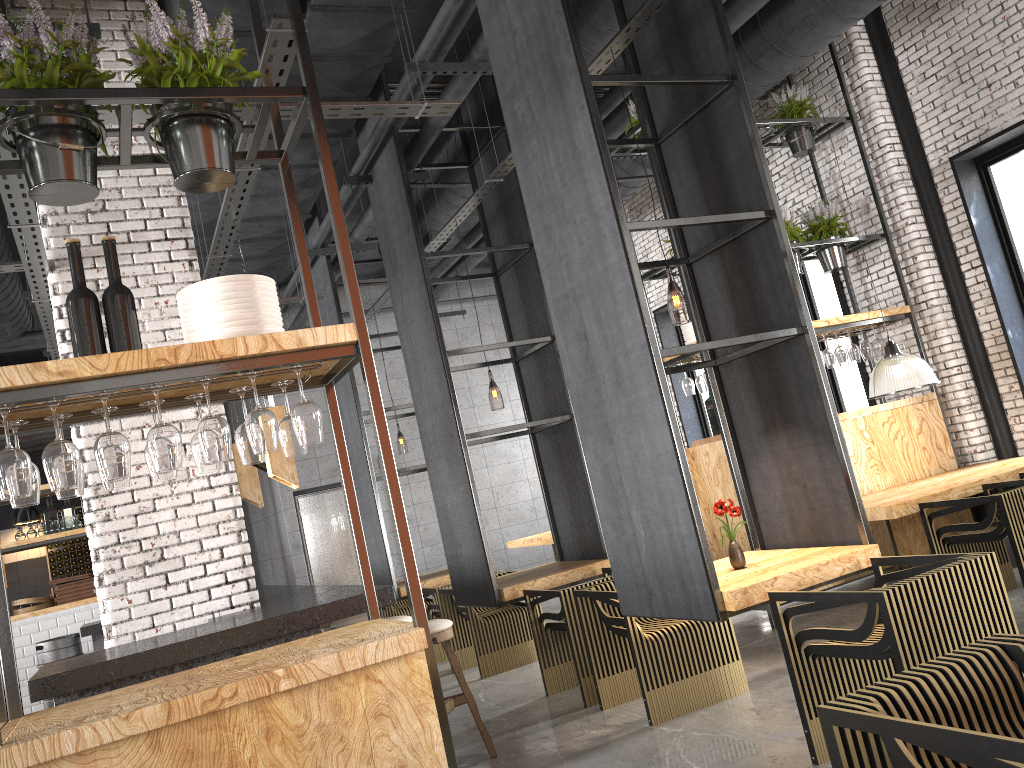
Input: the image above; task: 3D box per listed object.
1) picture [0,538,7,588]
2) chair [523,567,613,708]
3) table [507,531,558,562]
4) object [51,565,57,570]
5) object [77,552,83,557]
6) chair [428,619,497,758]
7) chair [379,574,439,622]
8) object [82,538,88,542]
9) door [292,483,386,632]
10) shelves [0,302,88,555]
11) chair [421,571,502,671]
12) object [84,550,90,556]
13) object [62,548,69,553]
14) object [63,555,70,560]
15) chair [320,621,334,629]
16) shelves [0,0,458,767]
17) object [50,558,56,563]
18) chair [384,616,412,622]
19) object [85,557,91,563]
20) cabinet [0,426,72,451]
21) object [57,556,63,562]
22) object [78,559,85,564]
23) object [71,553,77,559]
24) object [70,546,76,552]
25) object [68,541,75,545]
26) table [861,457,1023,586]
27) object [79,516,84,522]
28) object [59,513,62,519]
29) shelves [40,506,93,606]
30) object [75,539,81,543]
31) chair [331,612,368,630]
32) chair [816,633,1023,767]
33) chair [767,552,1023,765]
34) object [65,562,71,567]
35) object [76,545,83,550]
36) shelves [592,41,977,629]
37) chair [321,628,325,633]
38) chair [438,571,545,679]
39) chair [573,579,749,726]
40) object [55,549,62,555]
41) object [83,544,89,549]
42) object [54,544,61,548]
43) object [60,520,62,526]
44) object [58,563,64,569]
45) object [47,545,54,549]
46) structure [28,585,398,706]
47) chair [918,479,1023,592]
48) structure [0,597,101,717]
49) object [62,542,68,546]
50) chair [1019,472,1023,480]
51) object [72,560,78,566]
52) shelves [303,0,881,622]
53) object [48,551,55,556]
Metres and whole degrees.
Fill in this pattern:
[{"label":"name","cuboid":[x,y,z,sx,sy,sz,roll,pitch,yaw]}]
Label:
[{"label":"picture","cuboid":[-8.073,2.561,13.072,0.981,1.145,0.020,-9,-9,-25]},{"label":"chair","cuboid":[0.561,1.668,5.940,0.658,0.732,0.636,-10,-8,-23]},{"label":"table","cuboid":[1.267,2.092,10.742,1.001,0.765,4.119,-9,-8,-25]},{"label":"object","cuboid":[-6.850,2.741,13.249,0.079,0.079,0.282,-9,-8,-25]},{"label":"object","cuboid":[-6.527,2.578,13.404,0.079,0.079,0.282,-9,-8,-25]},{"label":"chair","cuboid":[-0.441,1.718,4.874,0.437,0.808,0.481,-19,-10,38]},{"label":"chair","cuboid":[-1.152,2.554,9.856,0.658,0.732,0.636,-9,-8,-26]},{"label":"object","cuboid":[-6.498,2.364,13.495,0.079,0.079,0.282,-9,-8,-25]},{"label":"door","cuboid":[-2.377,2.449,12.445,1.121,2.109,0.158,-9,-9,-25]},{"label":"shelves","cuboid":[-8.088,0.826,9.975,5.684,3.075,0.595,-9,-9,-25]},{"label":"chair","cuboid":[-0.429,2.187,8.262,0.658,0.732,0.636,-9,-8,-24]},{"label":"object","cuboid":[-6.452,2.568,13.466,0.079,0.079,0.282,-9,-8,-25]},{"label":"object","cuboid":[-6.728,2.509,13.359,0.079,0.079,0.282,-9,-8,-25]},{"label":"object","cuboid":[-6.697,2.607,13.327,0.079,0.079,0.282,-9,-8,-25]},{"label":"chair","cuboid":[-1.342,2.203,7.086,0.439,0.808,0.478,-7,-10,-36]},{"label":"shelves","cuboid":[-2.327,-0.332,2.451,3.664,5.033,0.687,-9,-9,-25]},{"label":"object","cuboid":[-6.879,2.642,13.278,0.079,0.079,0.282,-9,-8,-25]},{"label":"chair","cuboid":[-0.685,1.842,5.415,0.481,0.808,0.437,-7,-10,-36]},{"label":"object","cuboid":[-6.435,2.673,13.464,0.079,0.079,0.282,-9,-8,-25]},{"label":"cabinet","cuboid":[-8.949,1.118,12.075,5.871,1.773,0.679,-10,-9,-25]},{"label":"object","cuboid":[-6.789,2.625,13.304,0.079,0.079,0.282,-9,-8,-25]},{"label":"object","cuboid":[-6.505,2.680,13.393,0.079,0.079,0.282,-9,-8,-25]},{"label":"object","cuboid":[-6.620,2.596,13.385,0.079,0.079,0.282,-9,-8,-25]},{"label":"object","cuboid":[-6.651,2.499,13.417,0.079,0.079,0.282,-9,-8,-25]},{"label":"object","cuboid":[-6.667,2.393,13.414,0.079,0.079,0.282,-9,-8,-25]},{"label":"table","cuboid":[3.312,1.107,6.644,2.119,0.765,0.996,-10,-8,-25]},{"label":"object","cuboid":[-6.574,2.062,13.554,0.079,0.079,0.282,-9,-8,-25]},{"label":"object","cuboid":[-6.844,2.000,13.433,0.079,0.079,0.282,-9,-8,-25]},{"label":"shelves","cuboid":[-6.483,2.942,13.433,0.890,2.154,0.250,-9,-9,-25]},{"label":"object","cuboid":[-6.575,2.375,13.438,0.079,0.079,0.282,-9,-8,-25]},{"label":"chair","cuboid":[-1.004,2.017,6.227,0.438,0.808,0.480,-16,-8,23]},{"label":"chair","cuboid":[1.223,1.010,1.922,0.658,0.732,0.636,-9,-8,-25]},{"label":"chair","cuboid":[1.602,1.141,3.648,0.658,0.732,0.636,-9,-9,-27]},{"label":"object","cuboid":[-6.687,2.716,13.343,0.079,0.079,0.282,-9,-8,-25]},{"label":"object","cuboid":[-6.565,2.484,13.454,0.079,0.079,0.282,-9,-8,-25]},{"label":"shelves","cuboid":[2.276,-0.735,7.635,2.336,5.033,0.687,-9,-9,-25]},{"label":"chair","cuboid":[-1.820,2.406,7.828,0.439,0.808,0.478,-9,-9,-26]},{"label":"chair","cuboid":[-0.154,2.040,7.589,0.658,0.732,0.636,-9,-8,-26]},{"label":"chair","cuboid":[0.865,1.511,5.250,0.658,0.732,0.636,-10,-8,-23]},{"label":"object","cuboid":[-6.803,2.519,13.298,0.079,0.079,0.282,-9,-8,-25]},{"label":"object","cuboid":[-6.481,2.469,13.495,0.079,0.079,0.282,-9,-8,-25]},{"label":"object","cuboid":[-6.828,2.418,13.316,0.079,0.079,0.282,-9,-8,-25]},{"label":"object","cuboid":[-6.813,2.098,13.401,0.079,0.079,0.282,-9,-8,-25]},{"label":"object","cuboid":[-6.773,2.731,13.307,0.079,0.079,0.282,-9,-8,-25]},{"label":"object","cuboid":[-6.920,2.436,13.293,0.079,0.079,0.282,-9,-8,-25]},{"label":"structure","cuboid":[-3.543,2.209,5.860,4.316,1.538,5.853,-10,-8,-25]},{"label":"chair","cuboid":[3.189,1.035,5.705,0.658,0.732,0.636,-9,-8,-25]},{"label":"structure","cuboid":[-7.367,3.651,9.514,5.807,1.349,1.505,-10,-8,-25]},{"label":"object","cuboid":[-6.757,2.410,13.388,0.079,0.079,0.282,-9,-8,-25]},{"label":"chair","cuboid":[4.110,0.882,6.168,0.658,0.732,0.636,-9,-9,-27]},{"label":"object","cuboid":[-6.588,2.694,13.349,0.079,0.079,0.282,-9,-8,-25]},{"label":"shelves","cuboid":[-0.308,-0.531,7.095,1.004,4.379,6.123,-9,-8,-25]},{"label":"object","cuboid":[-6.893,2.536,13.270,0.079,0.079,0.282,-9,-8,-25]}]
